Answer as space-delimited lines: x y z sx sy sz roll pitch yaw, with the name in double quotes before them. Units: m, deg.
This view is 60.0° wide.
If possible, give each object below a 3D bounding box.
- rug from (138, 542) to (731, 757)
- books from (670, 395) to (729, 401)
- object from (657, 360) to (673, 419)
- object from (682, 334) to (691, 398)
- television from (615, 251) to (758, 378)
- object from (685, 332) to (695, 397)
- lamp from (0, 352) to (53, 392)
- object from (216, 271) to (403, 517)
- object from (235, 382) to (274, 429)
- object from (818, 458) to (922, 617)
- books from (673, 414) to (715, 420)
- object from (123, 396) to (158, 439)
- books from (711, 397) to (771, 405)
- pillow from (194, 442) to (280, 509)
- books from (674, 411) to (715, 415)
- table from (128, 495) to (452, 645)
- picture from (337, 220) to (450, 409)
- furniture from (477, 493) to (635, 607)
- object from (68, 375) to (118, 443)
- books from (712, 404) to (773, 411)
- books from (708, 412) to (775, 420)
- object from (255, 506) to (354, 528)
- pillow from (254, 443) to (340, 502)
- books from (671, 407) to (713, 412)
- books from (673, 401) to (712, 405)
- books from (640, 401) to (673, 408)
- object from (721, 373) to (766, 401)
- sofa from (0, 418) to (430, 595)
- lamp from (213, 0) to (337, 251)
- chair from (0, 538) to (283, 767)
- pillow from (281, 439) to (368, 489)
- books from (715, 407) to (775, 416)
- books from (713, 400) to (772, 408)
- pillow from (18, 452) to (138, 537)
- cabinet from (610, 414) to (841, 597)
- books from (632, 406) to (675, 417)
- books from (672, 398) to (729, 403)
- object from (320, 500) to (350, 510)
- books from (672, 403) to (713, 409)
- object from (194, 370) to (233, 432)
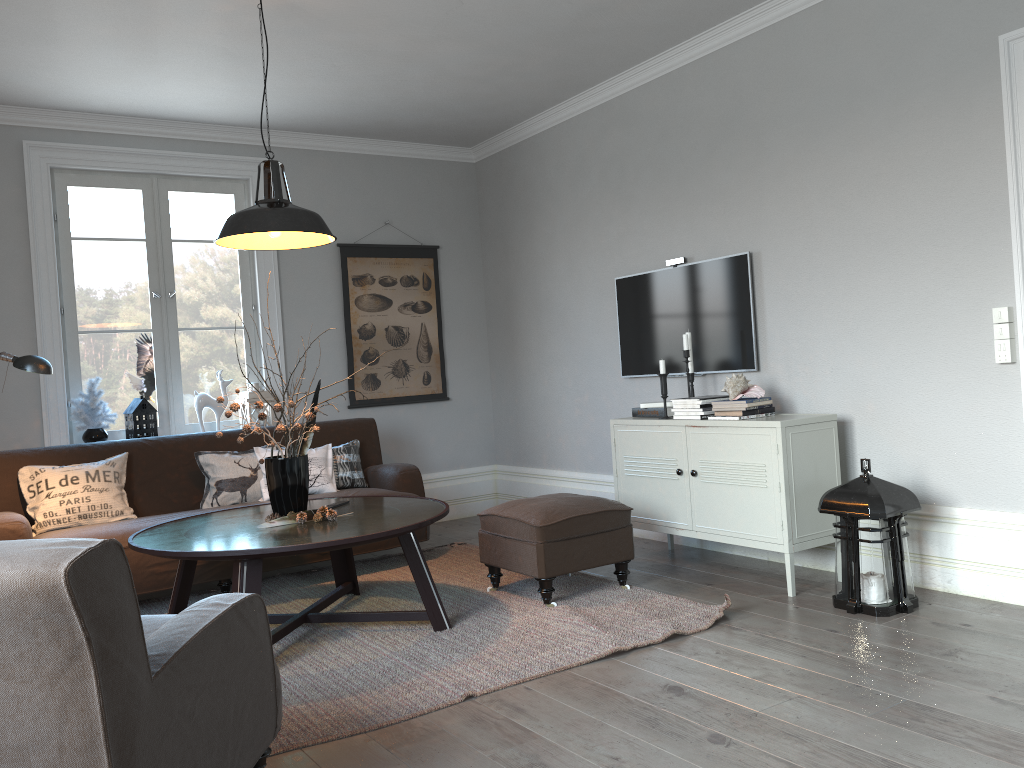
"rug" -0.879 1.014 3.791 2.819 0.090 2.399 -4 1 -32
"books" 0.951 0.069 4.391 0.263 0.008 0.212 -4 1 -32
"object" 0.777 0.024 4.529 0.083 0.311 0.083 -4 0 35
"object" 0.895 -0.045 4.510 0.092 0.431 0.092 -4 0 17
"television" 0.946 -0.372 4.954 0.041 0.657 1.063 -4 1 -33
"object" 0.930 -0.060 4.608 0.066 0.457 0.066 -4 0 25
"lamp" -2.865 0.379 3.995 1.864 1.644 0.797 -4 0 5
"object" -0.828 0.033 3.741 0.525 1.066 0.853 -4 1 28
"object" -1.638 0.149 5.671 0.193 0.322 0.193 -4 1 -39
"object" 1.449 0.598 3.587 0.323 0.599 0.323 -4 1 -33
"books" 0.965 0.154 4.392 0.271 0.022 0.200 -4 1 -31
"object" -2.225 0.214 5.315 0.155 0.284 0.155 -4 1 -43
"books" 1.083 0.080 4.190 0.184 0.014 0.235 -3 1 45
"pillow" -1.501 0.518 4.910 0.472 0.347 0.159 -4 1 -35
"books" 0.960 0.135 4.381 0.253 0.016 0.200 -4 1 -35
"table" -0.897 0.820 3.743 1.300 0.503 1.299 -5 1 -40
"picture" -0.840 -0.509 6.294 0.793 1.313 0.057 -4 0 -33
"furniture" 0.211 0.753 4.160 0.583 0.440 0.574 -4 1 -33
"object" -2.454 0.160 5.161 0.262 0.424 0.247 -4 0 3
"books" 1.088 0.111 4.193 0.235 0.014 0.184 -5 1 -43
"books" 1.084 0.152 4.199 0.244 0.014 0.196 -4 1 -33
"object" -0.854 0.541 3.674 0.404 0.067 0.153 -4 1 -15
"pillow" -1.216 0.488 5.006 0.471 0.309 0.188 -4 1 -32
"books" 0.962 0.119 4.393 0.271 0.016 0.222 -4 1 -33
"books" 0.959 0.087 4.385 0.265 0.010 0.196 -4 1 -33
"books" 0.797 0.109 4.782 0.199 0.024 0.161 -4 1 12
"object" 1.079 0.010 4.198 0.194 0.127 0.192 -5 1 -40
"sofa" -1.571 0.681 4.778 2.165 0.824 0.968 -4 1 -33
"lamp" -1.030 -1.137 3.732 0.504 1.076 0.504 -4 0 15
"chair" -1.046 0.695 2.028 0.807 0.795 0.970 -4 1 8
"pillow" -1.108 0.491 5.209 0.542 0.288 0.183 -4 1 -32
"books" 1.101 0.130 4.201 0.238 0.027 0.175 -5 1 -36
"books" 1.087 0.095 4.186 0.184 0.017 0.235 -3 1 45
"pillow" -2.200 0.560 4.505 0.519 0.368 0.240 -4 1 -33
"cabinet" 1.009 0.540 4.369 0.408 0.757 1.152 -4 1 -33
"books" 0.818 0.144 4.763 0.218 0.049 0.276 -4 1 -33
"books" 0.954 0.078 4.383 0.260 0.010 0.196 -4 1 -35
"object" -0.814 0.555 4.074 0.051 0.011 0.207 -4 1 17
"books" 0.954 0.102 4.385 0.251 0.019 0.200 -4 1 -31
"object" -1.833 0.120 5.477 0.239 0.410 0.128 -4 1 -37
